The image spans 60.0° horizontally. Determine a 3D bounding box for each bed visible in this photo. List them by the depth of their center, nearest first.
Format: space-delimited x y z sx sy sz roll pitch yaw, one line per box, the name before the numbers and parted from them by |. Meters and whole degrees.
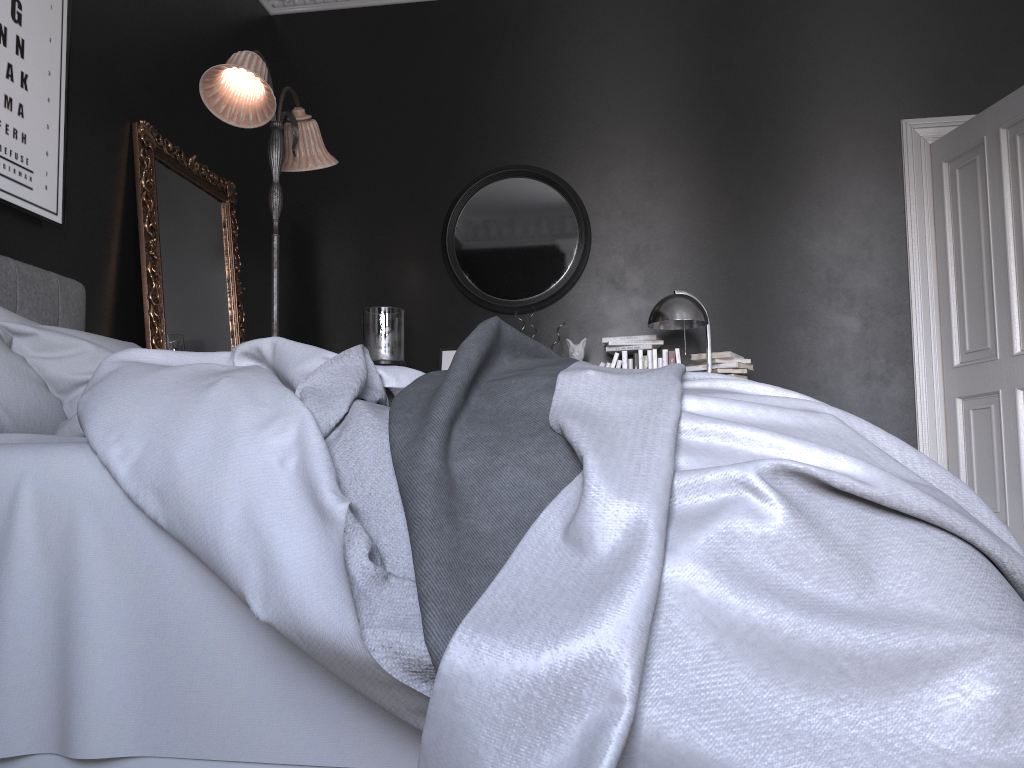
bed | -0.379 0.100 2.315 3.283 1.296 2.770 -1 -6 -3

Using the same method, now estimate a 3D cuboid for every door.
door | 2.542 -0.264 4.522 0.216 2.370 1.100 -1 -5 -5

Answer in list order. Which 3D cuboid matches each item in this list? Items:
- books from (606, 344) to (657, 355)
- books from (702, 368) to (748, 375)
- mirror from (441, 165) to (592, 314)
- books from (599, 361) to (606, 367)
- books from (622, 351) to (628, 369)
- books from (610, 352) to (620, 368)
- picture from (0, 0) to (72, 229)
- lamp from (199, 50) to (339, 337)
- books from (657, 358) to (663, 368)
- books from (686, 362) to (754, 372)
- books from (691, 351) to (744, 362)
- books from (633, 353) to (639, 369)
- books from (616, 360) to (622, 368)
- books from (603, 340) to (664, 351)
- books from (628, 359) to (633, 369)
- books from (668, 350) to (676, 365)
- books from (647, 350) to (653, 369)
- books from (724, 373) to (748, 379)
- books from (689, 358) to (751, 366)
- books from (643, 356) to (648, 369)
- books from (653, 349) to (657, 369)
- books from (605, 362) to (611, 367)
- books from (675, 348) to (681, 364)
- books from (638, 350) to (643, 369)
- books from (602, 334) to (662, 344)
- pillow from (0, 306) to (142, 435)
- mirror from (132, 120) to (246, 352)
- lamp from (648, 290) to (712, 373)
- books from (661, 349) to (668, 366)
books | 0.682 -0.194 5.049 0.259 0.026 0.195 -3 -6 18
books | 1.159 -0.058 4.960 0.193 0.030 0.290 1 -6 -18
mirror | 0.021 -0.887 5.412 0.924 0.923 0.061 -2 -5 8
books | 0.460 0.006 5.035 0.158 0.246 0.203 -2 -5 8
books | 0.649 -0.022 5.067 0.030 0.306 0.221 -2 -5 8
books | 0.553 -0.018 5.052 0.126 0.295 0.220 -2 -5 8
picture | -1.860 -1.196 3.208 0.014 1.076 0.793 -2 -5 8
lamp | -1.092 -0.273 4.085 0.773 2.407 0.987 -5 -6 41
books | 0.839 -0.007 5.012 0.026 0.258 0.195 -2 -5 8
books | 1.164 -0.087 4.967 0.307 0.030 0.221 -5 -7 38
books | 1.150 -0.142 4.953 0.221 0.030 0.307 -4 -7 28
books | 0.702 -0.021 5.007 0.030 0.289 0.193 -2 -5 8
books | 0.586 0.001 5.048 0.091 0.256 0.195 -2 -5 8
books | 0.688 -0.219 5.049 0.307 0.024 0.220 -1 -6 -2
books | 0.678 -0.002 5.035 0.026 0.258 0.195 -2 -5 8
books | 0.902 -0.027 5.005 0.038 0.295 0.236 -2 -5 8
books | 0.788 -0.026 5.047 0.030 0.306 0.221 -2 -5 8
books | 1.149 -0.026 4.968 0.290 0.030 0.193 -6 -7 39
books | 1.163 -0.112 4.990 0.220 0.024 0.308 1 -6 -17
books | 0.753 -0.013 4.983 0.029 0.269 0.205 -2 -5 8
books | 0.810 -0.030 5.016 0.024 0.307 0.220 -2 -5 8
books | 0.506 0.010 5.058 0.132 0.244 0.195 -2 -5 8
books | 0.944 -0.034 4.997 0.050 0.307 0.220 -2 -5 8
books | 0.732 -0.028 5.027 0.024 0.307 0.220 -2 -5 8
books | 0.690 -0.244 5.079 0.306 0.030 0.221 -3 -6 18
pillow | -1.474 -0.046 2.543 0.680 0.758 1.833 -2 -6 8
mirror | -1.564 -0.105 4.518 0.254 2.188 0.993 -2 -5 8
lamp | 0.896 -0.205 4.716 0.340 0.589 0.329 0 -5 -12
books | 0.871 -0.029 5.036 0.030 0.306 0.221 -2 -5 8
